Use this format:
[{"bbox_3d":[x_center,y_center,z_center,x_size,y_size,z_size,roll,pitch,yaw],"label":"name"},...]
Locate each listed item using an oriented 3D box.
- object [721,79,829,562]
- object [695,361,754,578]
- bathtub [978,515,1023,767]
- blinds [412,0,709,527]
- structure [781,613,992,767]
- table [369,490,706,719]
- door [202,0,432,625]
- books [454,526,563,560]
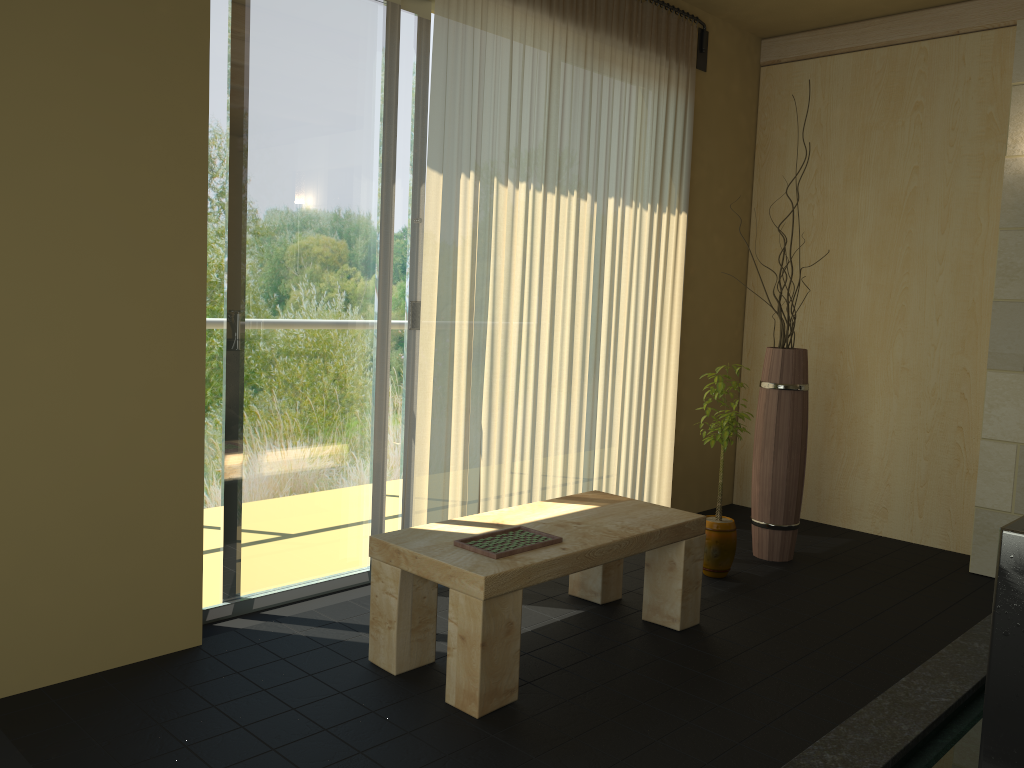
[{"bbox_3d":[1.197,-0.281,4.117,0.468,2.177,0.463,3,5,4],"label":"object"},{"bbox_3d":[0.890,0.358,3.803,0.242,0.928,0.267,2,5,-8],"label":"object"},{"bbox_3d":[2.070,0.410,2.133,1.069,1.160,2.133,7,7,44],"label":"bathtub"},{"bbox_3d":[0.309,-0.531,3.985,0.064,2.577,1.944,7,7,43],"label":"blinds"},{"bbox_3d":[2.366,1.136,2.487,1.974,0.635,3.801,8,8,44],"label":"structure"},{"bbox_3d":[0.123,0.672,2.993,0.514,0.399,1.125,8,8,44],"label":"table"},{"bbox_3d":[-0.725,-0.341,3.254,0.063,2.330,1.038,7,7,42],"label":"door"},{"bbox_3d":[-0.009,0.485,2.728,0.182,0.014,0.294,8,8,44],"label":"books"}]
